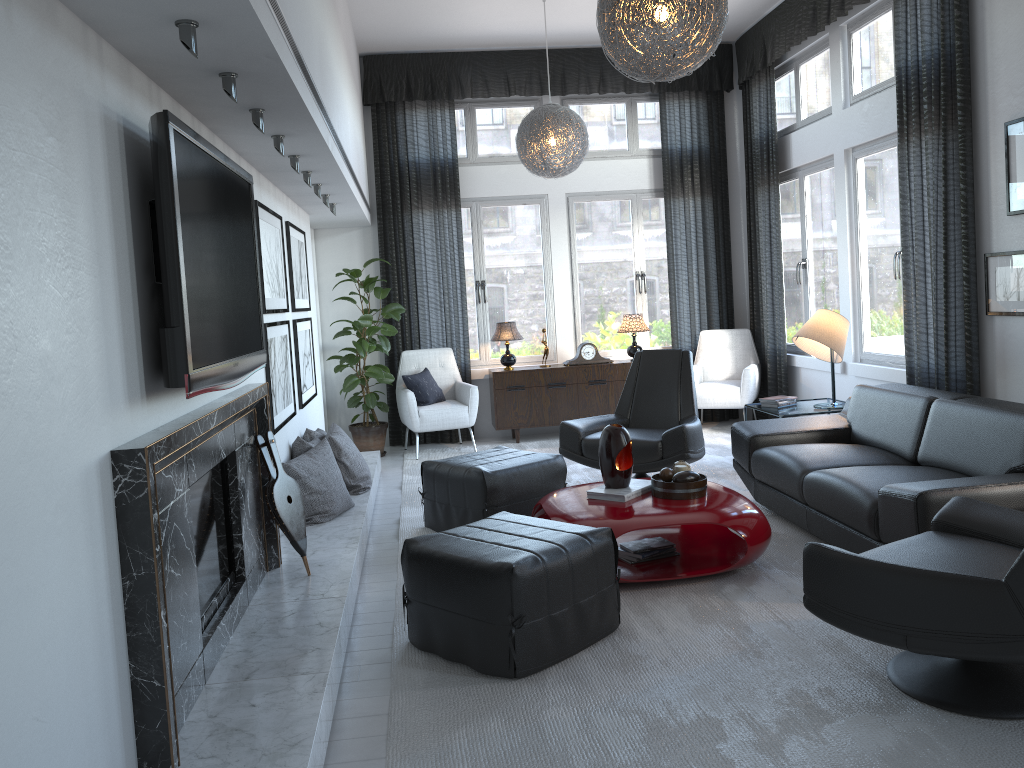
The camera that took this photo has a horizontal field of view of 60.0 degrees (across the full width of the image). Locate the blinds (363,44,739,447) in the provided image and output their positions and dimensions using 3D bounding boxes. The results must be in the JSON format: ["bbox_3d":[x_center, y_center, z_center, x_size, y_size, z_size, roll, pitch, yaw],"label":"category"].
[{"bbox_3d":[0.428,-1.208,7.619,3.213,3.270,0.189,-4,3,-6],"label":"blinds"}]

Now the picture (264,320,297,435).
[{"bbox_3d":[-1.172,-0.055,4.491,0.020,0.521,0.793,-4,5,-6],"label":"picture"}]

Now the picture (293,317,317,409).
[{"bbox_3d":[-1.284,-0.149,5.524,0.020,0.521,0.793,-4,5,-6],"label":"picture"}]

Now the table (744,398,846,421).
[{"bbox_3d":[1.865,0.342,5.595,0.593,0.409,0.595,-4,5,-6],"label":"table"}]

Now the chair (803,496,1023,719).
[{"bbox_3d":[1.383,0.467,2.475,0.842,0.808,0.805,-6,5,-33],"label":"chair"}]

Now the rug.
[{"bbox_3d":[1.008,0.787,3.599,2.955,0.032,7.790,-4,6,-6],"label":"rug"}]

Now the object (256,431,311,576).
[{"bbox_3d":[-0.907,0.477,3.551,0.175,0.579,0.196,-5,4,-26],"label":"object"}]

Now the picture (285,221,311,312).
[{"bbox_3d":[-1.319,-0.711,5.492,0.020,0.521,0.793,-4,5,-6],"label":"picture"}]

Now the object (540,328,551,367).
[{"bbox_3d":[0.270,-0.306,7.449,0.096,0.324,0.096,-4,3,-7],"label":"object"}]

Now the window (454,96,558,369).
[{"bbox_3d":[-0.297,-1.290,7.667,1.268,2.318,0.133,-4,3,-6],"label":"window"}]

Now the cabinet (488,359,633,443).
[{"bbox_3d":[0.531,0.141,7.519,1.399,0.611,0.387,-4,4,-6],"label":"cabinet"}]

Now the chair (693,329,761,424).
[{"bbox_3d":[1.759,-0.033,7.426,0.593,0.821,0.614,-2,4,24],"label":"chair"}]

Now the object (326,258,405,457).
[{"bbox_3d":[-1.145,-0.199,7.022,0.936,1.586,0.641,0,5,39],"label":"object"}]

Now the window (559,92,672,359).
[{"bbox_3d":[1.111,-1.391,7.819,1.268,2.318,0.133,-4,3,-6],"label":"window"}]

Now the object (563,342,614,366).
[{"bbox_3d":[0.637,-0.259,7.477,0.406,0.180,0.181,-4,4,-6],"label":"object"}]

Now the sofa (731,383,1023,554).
[{"bbox_3d":[1.786,0.382,4.109,0.936,0.615,1.910,-4,5,-6],"label":"sofa"}]

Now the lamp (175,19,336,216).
[{"bbox_3d":[-0.934,-0.945,3.682,0.053,0.081,4.264,-4,6,-6],"label":"lamp"}]

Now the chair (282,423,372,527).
[{"bbox_3d":[-1.003,0.451,4.971,0.391,0.430,1.339,-4,5,-6],"label":"chair"}]

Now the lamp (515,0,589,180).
[{"bbox_3d":[0.258,-2.082,6.171,0.513,1.303,0.516,-4,4,-12],"label":"lamp"}]

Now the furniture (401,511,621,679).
[{"bbox_3d":[-0.009,0.714,3.148,0.599,0.377,0.615,1,7,42],"label":"furniture"}]

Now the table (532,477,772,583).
[{"bbox_3d":[0.592,0.630,3.964,0.942,0.299,0.941,-4,5,-6],"label":"table"}]

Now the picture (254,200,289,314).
[{"bbox_3d":[-1.204,-0.618,4.459,0.020,0.521,0.793,-4,5,-6],"label":"picture"}]

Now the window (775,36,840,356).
[{"bbox_3d":[2.269,-1.373,6.902,0.133,2.317,1.271,-4,4,-6],"label":"window"}]

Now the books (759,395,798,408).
[{"bbox_3d":[1.715,0.114,5.713,0.215,0.050,0.161,-7,6,-34],"label":"books"}]

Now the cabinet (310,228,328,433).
[{"bbox_3d":[-1.642,-0.310,6.953,0.191,1.891,1.175,-4,4,-6],"label":"cabinet"}]

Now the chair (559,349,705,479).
[{"bbox_3d":[0.815,0.217,5.413,0.840,0.808,0.807,-1,5,32],"label":"chair"}]

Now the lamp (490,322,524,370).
[{"bbox_3d":[-0.038,-0.317,7.385,0.280,0.396,0.282,-2,4,20],"label":"lamp"}]

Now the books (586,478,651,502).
[{"bbox_3d":[0.500,0.471,3.960,0.201,0.030,0.307,1,7,39],"label":"books"}]

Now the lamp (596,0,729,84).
[{"bbox_3d":[0.564,-1.836,3.446,0.515,1.303,0.513,-4,4,-12],"label":"lamp"}]

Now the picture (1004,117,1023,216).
[{"bbox_3d":[2.529,-1.055,4.177,0.020,0.466,0.590,-4,5,-6],"label":"picture"}]

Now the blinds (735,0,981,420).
[{"bbox_3d":[2.212,-1.179,6.199,0.189,3.269,3.220,-4,4,-6],"label":"blinds"}]

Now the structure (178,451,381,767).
[{"bbox_3d":[-0.757,0.890,2.887,0.393,0.134,7.226,-4,6,-6],"label":"structure"}]

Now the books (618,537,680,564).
[{"bbox_3d":[0.604,0.744,3.989,0.272,0.054,0.204,-7,6,-30],"label":"books"}]

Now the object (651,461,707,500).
[{"bbox_3d":[0.730,0.417,3.881,0.242,0.133,0.243,0,6,31],"label":"object"}]

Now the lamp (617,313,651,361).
[{"bbox_3d":[1.034,-0.394,7.501,0.280,0.396,0.282,-2,4,20],"label":"lamp"}]

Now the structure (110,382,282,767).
[{"bbox_3d":[-1.148,0.545,2.834,0.521,0.921,1.691,-4,5,-6],"label":"structure"}]

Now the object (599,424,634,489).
[{"bbox_3d":[0.462,0.319,3.950,0.151,0.279,0.153,-1,5,34],"label":"object"}]

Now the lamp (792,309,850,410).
[{"bbox_3d":[2.169,0.062,5.093,0.475,1.013,1.169,-6,5,-32],"label":"lamp"}]

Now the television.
[{"bbox_3d":[-0.962,-0.361,2.804,0.129,0.750,1.162,-4,5,-6],"label":"television"}]

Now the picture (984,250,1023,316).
[{"bbox_3d":[2.535,-0.507,4.478,0.020,0.325,0.428,-4,5,-6],"label":"picture"}]

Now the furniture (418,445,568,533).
[{"bbox_3d":[-0.100,0.569,4.701,0.600,0.377,0.614,-8,7,-42],"label":"furniture"}]

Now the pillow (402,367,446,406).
[{"bbox_3d":[-0.708,0.025,7.164,0.252,0.295,0.358,-2,5,21],"label":"pillow"}]

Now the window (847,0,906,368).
[{"bbox_3d":[2.426,-1.246,5.494,0.133,2.317,1.271,-4,4,-6],"label":"window"}]

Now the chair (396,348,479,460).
[{"bbox_3d":[-0.615,0.136,7.184,0.594,0.821,0.614,-5,4,-16],"label":"chair"}]
